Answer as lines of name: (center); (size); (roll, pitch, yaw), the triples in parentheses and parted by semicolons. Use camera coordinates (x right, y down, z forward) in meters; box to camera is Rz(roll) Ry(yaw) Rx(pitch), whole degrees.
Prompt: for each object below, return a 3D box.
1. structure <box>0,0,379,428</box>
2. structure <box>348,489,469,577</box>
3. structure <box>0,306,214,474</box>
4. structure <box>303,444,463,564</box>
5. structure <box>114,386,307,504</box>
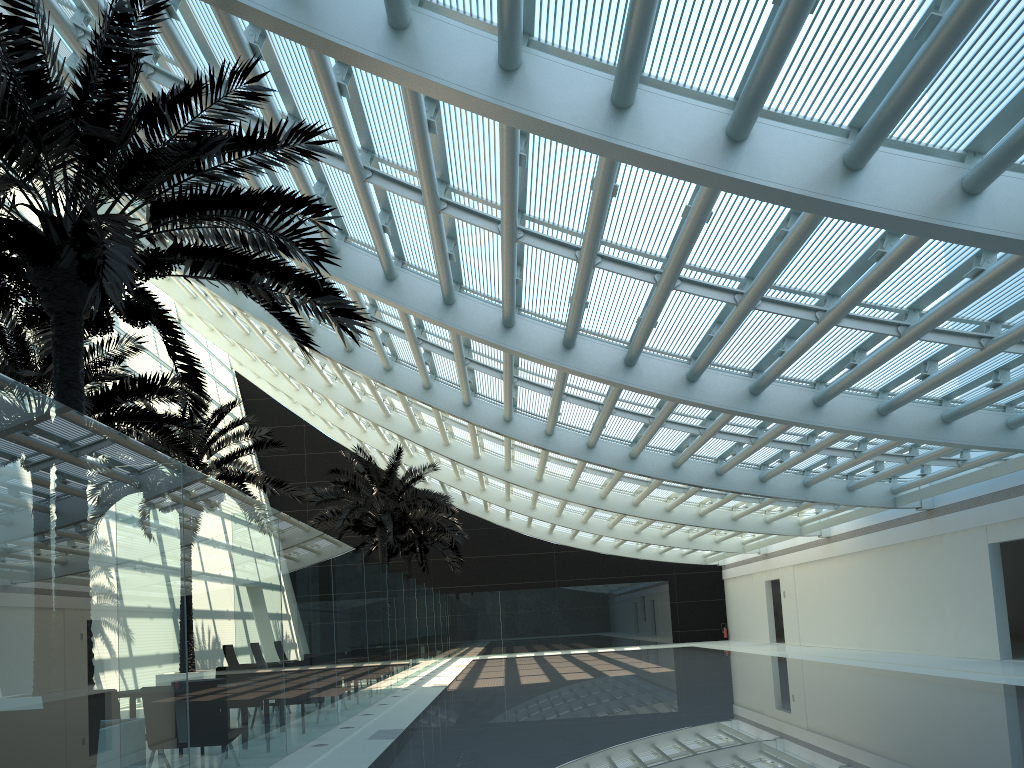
structure: (-3.803, -0.009, 7.213); (4.850, 6.818, 4.545); (-6, -9, 17)
structure: (-3.931, 7.527, 34.597); (4.457, 6.816, 4.949); (0, -9, -22)
structure: (-6.982, 1.840, 12.910); (4.642, 6.636, 4.401); (0, -9, -22)
structure: (-3.913, 5.279, 26.424); (4.818, 6.818, 4.575); (-2, -8, -7)
structure: (-7.222, 3.480, 18.932); (4.345, 6.695, 4.704); (-9, -10, 32)
